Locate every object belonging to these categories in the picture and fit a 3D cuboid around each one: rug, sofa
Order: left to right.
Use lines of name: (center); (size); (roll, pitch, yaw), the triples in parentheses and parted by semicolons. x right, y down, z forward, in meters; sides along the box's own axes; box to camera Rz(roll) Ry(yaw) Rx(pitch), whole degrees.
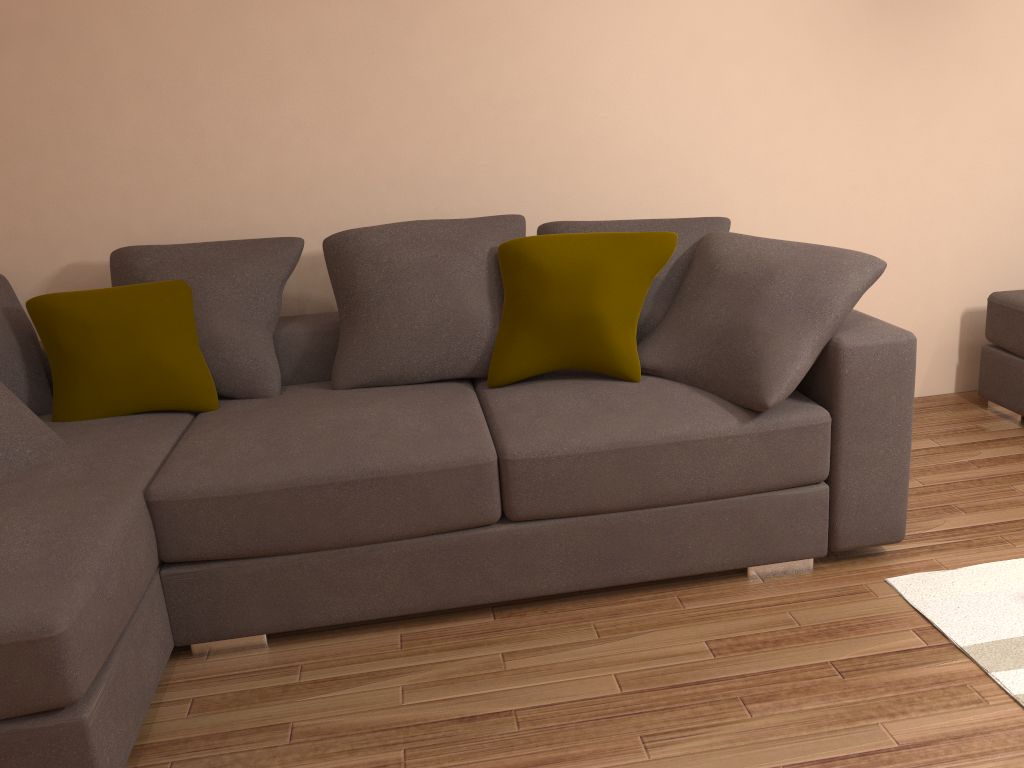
sofa: (-0.546, 0.326, 2.847); (3.565, 0.776, 1.906); (-6, 17, -6)
rug: (2.180, 0.805, 1.844); (1.791, 0.024, 2.122); (-6, 17, -6)
sofa: (3.326, 0.140, 2.466); (1.906, 0.776, 3.565); (-6, 17, -6)

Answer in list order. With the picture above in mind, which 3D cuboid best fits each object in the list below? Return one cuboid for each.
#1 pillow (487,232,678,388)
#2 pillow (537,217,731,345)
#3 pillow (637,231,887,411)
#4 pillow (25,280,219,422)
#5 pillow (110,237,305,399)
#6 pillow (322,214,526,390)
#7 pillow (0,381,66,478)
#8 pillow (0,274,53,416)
pillow: (0.245, -0.269, 3.133); (0.658, 0.492, 0.382); (1, 18, 17)
pillow: (0.402, -0.301, 3.416); (0.811, 0.635, 0.399); (7, 21, 34)
pillow: (0.760, -0.230, 2.940); (0.560, 0.470, 0.749); (-16, 20, -34)
pillow: (-1.375, -0.097, 3.168); (0.631, 0.486, 0.335); (-9, 17, -13)
pillow: (-1.196, -0.241, 3.390); (0.787, 0.576, 0.431); (-2, 17, 8)
pillow: (-0.308, -0.310, 3.349); (0.783, 0.590, 0.459); (-5, 17, -2)
pillow: (-1.739, 0.180, 2.562); (0.645, 0.415, 0.792); (6, 20, 31)
pillow: (-1.983, -0.100, 3.059); (0.483, 0.578, 0.806); (6, 20, 32)
